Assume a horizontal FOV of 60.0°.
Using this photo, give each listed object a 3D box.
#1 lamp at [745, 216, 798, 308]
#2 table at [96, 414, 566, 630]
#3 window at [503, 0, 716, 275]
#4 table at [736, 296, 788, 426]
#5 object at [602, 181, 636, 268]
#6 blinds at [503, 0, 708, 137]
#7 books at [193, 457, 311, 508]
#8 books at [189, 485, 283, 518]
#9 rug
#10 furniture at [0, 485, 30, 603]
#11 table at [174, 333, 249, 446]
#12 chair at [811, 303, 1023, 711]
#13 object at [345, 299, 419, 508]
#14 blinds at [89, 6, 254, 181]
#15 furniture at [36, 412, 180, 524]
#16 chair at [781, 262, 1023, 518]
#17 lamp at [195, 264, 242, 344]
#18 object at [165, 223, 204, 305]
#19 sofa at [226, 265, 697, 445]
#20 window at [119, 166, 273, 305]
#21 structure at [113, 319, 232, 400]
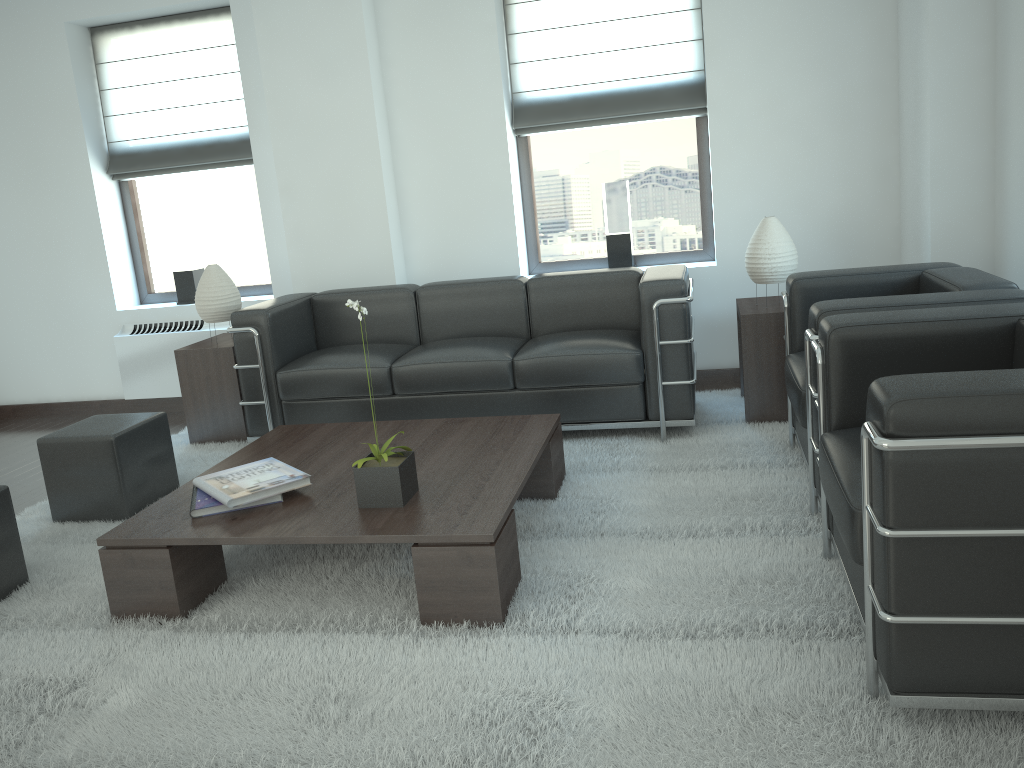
[{"bbox_3d":[1.886,-0.893,6.448,0.375,0.651,0.376,4,15,41],"label":"lamp"},{"bbox_3d":[-0.809,0.673,4.939,1.935,0.438,1.933,-3,13,13],"label":"table"},{"bbox_3d":[0.870,-2.402,7.906,1.700,2.716,0.147,-3,11,13],"label":"window"},{"bbox_3d":[1.986,-0.184,6.643,0.526,0.840,0.791,-3,12,13],"label":"table"},{"bbox_3d":[0.945,-1.398,7.858,0.238,0.771,0.245,-3,11,13],"label":"object"},{"bbox_3d":[0.783,-2.974,7.633,1.685,1.468,0.224,-3,11,13],"label":"blinds"},{"bbox_3d":[-1.356,0.507,4.609,0.447,0.045,0.519,-15,16,-35],"label":"books"},{"bbox_3d":[-1.440,0.556,4.633,0.446,0.045,0.521,-9,13,-16],"label":"books"},{"bbox_3d":[-0.359,0.740,5.303,6.249,0.109,5.203,-3,13,13],"label":"rug"},{"bbox_3d":[-2.981,0.892,4.549,0.588,0.576,0.606,-3,12,13],"label":"furniture"},{"bbox_3d":[-2.377,0.032,7.614,0.526,0.840,0.791,-3,12,13],"label":"table"},{"bbox_3d":[1.806,0.389,3.401,1.123,1.163,1.657,-3,12,13],"label":"chair"},{"bbox_3d":[-0.658,0.078,4.264,0.252,0.986,0.338,-3,11,13],"label":"object"},{"bbox_3d":[-3.218,-2.777,8.522,1.685,1.468,0.224,-3,11,13],"label":"blinds"},{"bbox_3d":[-2.688,0.547,5.950,0.588,0.576,0.606,-3,12,13],"label":"furniture"},{"bbox_3d":[2.153,-0.009,5.013,1.123,1.163,1.657,-3,12,13],"label":"chair"},{"bbox_3d":[-2.454,-0.679,7.413,0.374,0.651,0.377,-2,12,17],"label":"lamp"},{"bbox_3d":[-3.214,-1.192,8.783,0.238,0.771,0.245,-3,11,13],"label":"object"},{"bbox_3d":[-0.333,-0.184,6.890,3.475,1.163,1.131,-3,12,13],"label":"sofa"},{"bbox_3d":[-3.132,-2.204,8.796,1.700,2.716,0.147,-3,11,13],"label":"window"},{"bbox_3d":[-3.132,-0.255,8.630,1.461,0.722,0.195,-3,11,13],"label":"structure"}]
